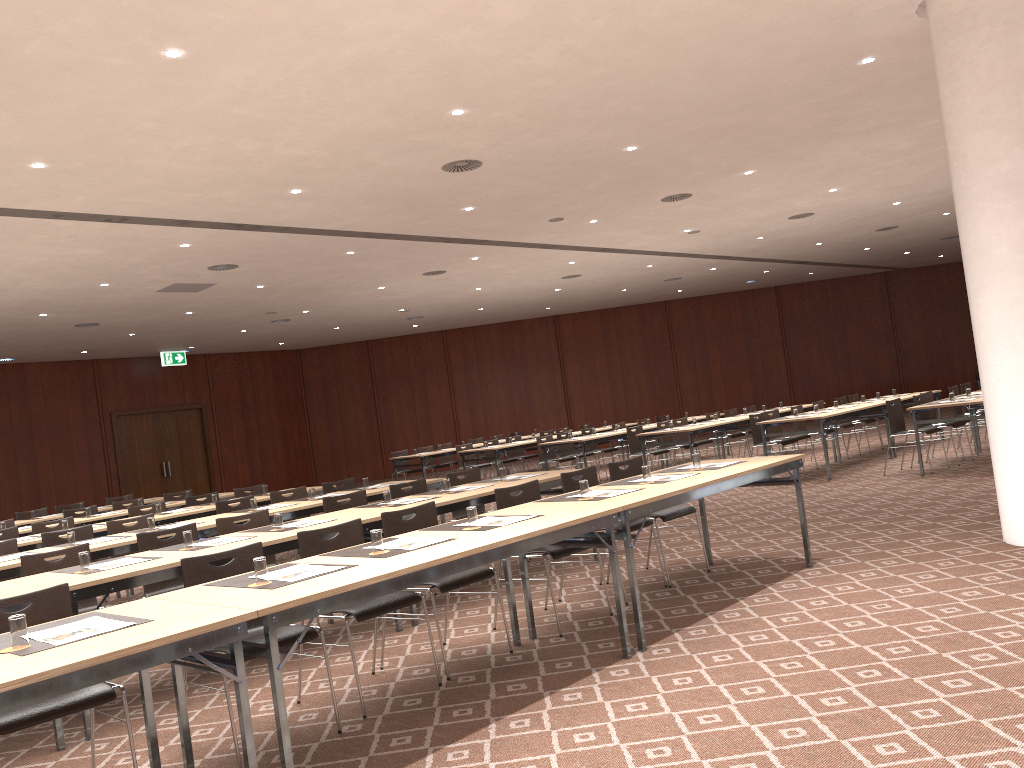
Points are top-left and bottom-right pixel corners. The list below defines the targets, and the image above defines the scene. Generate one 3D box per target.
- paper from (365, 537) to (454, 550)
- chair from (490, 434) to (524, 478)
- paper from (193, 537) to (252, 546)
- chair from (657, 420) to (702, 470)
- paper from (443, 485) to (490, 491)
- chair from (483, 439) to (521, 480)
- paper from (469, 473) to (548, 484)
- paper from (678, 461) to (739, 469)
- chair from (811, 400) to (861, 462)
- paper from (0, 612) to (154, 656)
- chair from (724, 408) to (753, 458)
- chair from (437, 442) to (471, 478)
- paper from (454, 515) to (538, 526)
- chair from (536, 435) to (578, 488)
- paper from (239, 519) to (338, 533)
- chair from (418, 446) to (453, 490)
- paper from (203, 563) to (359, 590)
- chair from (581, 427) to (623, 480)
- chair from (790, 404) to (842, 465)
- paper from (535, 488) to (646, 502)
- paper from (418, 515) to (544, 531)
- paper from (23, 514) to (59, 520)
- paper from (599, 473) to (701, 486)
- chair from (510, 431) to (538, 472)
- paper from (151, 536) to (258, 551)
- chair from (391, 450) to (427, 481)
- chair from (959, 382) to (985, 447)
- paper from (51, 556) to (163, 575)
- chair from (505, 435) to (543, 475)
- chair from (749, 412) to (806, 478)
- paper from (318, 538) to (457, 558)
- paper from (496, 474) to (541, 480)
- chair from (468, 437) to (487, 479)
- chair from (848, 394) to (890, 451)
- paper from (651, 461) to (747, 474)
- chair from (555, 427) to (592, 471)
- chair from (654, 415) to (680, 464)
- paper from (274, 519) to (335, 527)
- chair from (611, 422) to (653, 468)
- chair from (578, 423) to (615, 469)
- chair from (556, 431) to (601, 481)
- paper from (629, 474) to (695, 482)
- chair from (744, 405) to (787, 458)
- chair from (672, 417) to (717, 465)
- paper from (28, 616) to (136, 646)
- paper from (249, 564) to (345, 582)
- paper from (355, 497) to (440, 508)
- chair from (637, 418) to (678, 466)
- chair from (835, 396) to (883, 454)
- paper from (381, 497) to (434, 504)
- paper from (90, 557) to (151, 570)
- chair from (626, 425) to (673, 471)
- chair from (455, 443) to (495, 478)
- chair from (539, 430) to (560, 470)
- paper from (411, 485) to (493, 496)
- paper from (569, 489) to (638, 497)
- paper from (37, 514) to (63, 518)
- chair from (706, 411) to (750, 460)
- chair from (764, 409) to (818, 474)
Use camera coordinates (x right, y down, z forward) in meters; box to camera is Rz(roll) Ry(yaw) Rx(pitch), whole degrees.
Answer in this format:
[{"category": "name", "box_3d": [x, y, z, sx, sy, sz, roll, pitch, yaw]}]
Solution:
[{"category": "paper", "box_3d": [-0.534, 0.814, 4.541, 0.398, 0.006, 0.283, -9, -2, 43]}, {"category": "chair", "box_3d": [-0.154, 1.607, 20.055, 0.614, 0.939, 0.535, -9, -2, 41]}, {"category": "paper", "box_3d": [-1.947, 1.047, 5.905, 0.398, 0.006, 0.283, -9, -2, 42]}, {"category": "chair", "box_3d": [2.647, 1.053, 14.278, 0.614, 0.939, 0.535, -9, -2, 41]}, {"category": "paper", "box_3d": [-0.390, 0.887, 7.561, 0.283, 0.006, 0.398, -6, -2, -45]}, {"category": "chair", "box_3d": [-0.229, 1.525, 17.023, 0.614, 0.939, 0.535, -9, -2, 41]}, {"category": "paper", "box_3d": [-0.035, 0.857, 8.038, 0.566, 0.003, 0.460, -9, -2, 42]}, {"category": "paper", "box_3d": [1.461, 0.609, 6.636, 0.398, 0.006, 0.283, -9, -2, 43]}, {"category": "chair", "box_3d": [5.092, 0.718, 14.119, 0.614, 0.939, 0.535, -9, -2, 41]}, {"category": "paper", "box_3d": [-1.712, 0.942, 3.374, 0.566, 0.003, 0.460, -9, -2, 43]}, {"category": "chair", "box_3d": [4.152, 0.902, 16.016, 0.535, 0.939, 0.614, -6, -2, -44]}, {"category": "chair", "box_3d": [-1.269, 1.725, 18.965, 0.614, 0.939, 0.535, -9, -2, 41]}, {"category": "paper", "box_3d": [-0.095, 0.769, 4.981, 0.398, 0.006, 0.283, -9, -2, 42]}, {"category": "chair", "box_3d": [0.736, 1.338, 15.151, 0.614, 0.939, 0.535, -9, -2, 43]}, {"category": "paper", "box_3d": [-1.606, 1.019, 6.360, 0.566, 0.003, 0.460, -9, -2, 42]}, {"category": "chair", "box_3d": [-1.630, 1.757, 18.435, 0.614, 0.939, 0.535, -9, -2, 42]}, {"category": "paper", "box_3d": [-1.057, 0.874, 4.053, 0.566, 0.003, 0.460, -9, -2, 41]}, {"category": "chair", "box_3d": [1.576, 1.253, 16.100, 0.614, 0.939, 0.535, -9, -2, 41]}, {"category": "chair", "box_3d": [4.532, 0.773, 13.440, 0.614, 0.939, 0.535, -9, -2, 41]}, {"category": "paper", "box_3d": [0.493, 0.715, 5.688, 0.460, 0.003, 0.566, -6, -2, -43]}, {"category": "paper", "box_3d": [-0.175, 0.784, 5.006, 0.460, 0.003, 0.566, -6, -2, -45]}, {"category": "paper", "box_3d": [-6.656, 1.891, 12.591, 0.566, 0.003, 0.460, -9, -2, 43]}, {"category": "paper", "box_3d": [0.955, 0.667, 6.181, 0.460, 0.003, 0.566, -6, -2, -45]}, {"category": "chair", "box_3d": [0.277, 1.565, 20.597, 0.614, 0.939, 0.535, -9, -2, 42]}, {"category": "paper", "box_3d": [-2.058, 1.067, 5.929, 0.566, 0.003, 0.460, -9, -2, 40]}, {"category": "chair", "box_3d": [-2.123, 1.810, 17.976, 0.535, 0.939, 0.614, -6, -2, -45]}, {"category": "chair", "box_3d": [7.027, 0.430, 13.272, 0.535, 0.939, 0.614, -6, -2, -45]}, {"category": "paper", "box_3d": [-2.494, 1.111, 5.449, 0.566, 0.003, 0.460, -9, -2, 43]}, {"category": "chair", "box_3d": [0.197, 1.483, 17.534, 0.535, 0.939, 0.614, -6, -2, -44]}, {"category": "chair", "box_3d": [3.648, 0.862, 12.445, 0.535, 0.939, 0.614, -6, -2, -45]}, {"category": "paper", "box_3d": [-0.635, 0.831, 4.514, 0.566, 0.003, 0.460, -9, -2, 44]}, {"category": "paper", "box_3d": [0.054, 0.841, 8.024, 0.398, 0.006, 0.283, -9, -2, 40]}, {"category": "chair", "box_3d": [-0.637, 1.660, 19.632, 0.535, 0.939, 0.614, -6, -2, -44]}, {"category": "chair", "box_3d": [6.007, 0.621, 14.997, 0.614, 0.939, 0.535, -9, -2, 41]}, {"category": "paper", "box_3d": [1.394, 0.621, 6.614, 0.566, 0.003, 0.460, -9, -2, 43]}, {"category": "chair", "box_3d": [1.239, 1.378, 18.722, 0.535, 0.939, 0.614, -6, -2, -45]}, {"category": "chair", "box_3d": [3.203, 1.085, 17.818, 0.535, 0.939, 0.614, -6, -2, -44]}, {"category": "paper", "box_3d": [-1.500, 1.001, 6.369, 0.398, 0.006, 0.283, -9, -2, 44]}, {"category": "chair", "box_3d": [2.217, 1.190, 16.864, 0.614, 0.939, 0.535, -9, -2, 43]}, {"category": "chair", "box_3d": [1.772, 1.321, 19.197, 0.614, 0.939, 0.535, -9, -2, 43]}, {"category": "chair", "box_3d": [1.111, 1.304, 15.697, 0.614, 0.939, 0.535, -9, -2, 42]}, {"category": "paper", "box_3d": [1.040, 0.650, 6.140, 0.398, 0.006, 0.283, -9, -2, 44]}, {"category": "chair", "box_3d": [4.604, 0.851, 16.345, 0.614, 0.939, 0.535, -9, -2, 42]}, {"category": "chair", "box_3d": [2.997, 1.021, 14.797, 0.535, 0.939, 0.614, -6, -2, -45]}, {"category": "paper", "box_3d": [-1.641, 0.928, 3.349, 0.398, 0.006, 0.283, -9, -2, 44]}, {"category": "paper", "box_3d": [-0.986, 0.861, 4.057, 0.283, 0.006, 0.398, -6, -2, -44]}, {"category": "paper", "box_3d": [-0.916, 0.948, 7.091, 0.566, 0.003, 0.460, -9, -2, 44]}, {"category": "chair", "box_3d": [2.764, 1.129, 17.292, 0.614, 0.939, 0.535, -9, -2, 44]}, {"category": "chair", "box_3d": [5.608, 0.660, 14.515, 0.614, 0.939, 0.535, -9, -2, 42]}, {"category": "paper", "box_3d": [-0.850, 0.935, 7.085, 0.398, 0.006, 0.283, -9, -2, 45]}, {"category": "paper", "box_3d": [-2.415, 1.095, 5.418, 0.283, 0.006, 0.398, -6, -2, -44]}, {"category": "chair", "box_3d": [2.107, 1.113, 13.858, 0.614, 0.939, 0.535, -9, -2, 43]}, {"category": "chair", "box_3d": [-0.732, 1.581, 16.641, 0.614, 0.939, 0.535, -9, -2, 44]}, {"category": "chair", "box_3d": [0.891, 1.410, 18.205, 0.614, 0.939, 0.535, -9, -2, 45]}, {"category": "paper", "box_3d": [-0.505, 0.907, 7.568, 0.566, 0.003, 0.460, -9, -2, 44]}, {"category": "paper", "box_3d": [0.578, 0.699, 5.669, 0.283, 0.006, 0.398, -6, -2, -43]}, {"category": "paper", "box_3d": [-6.566, 1.874, 12.585, 0.398, 0.006, 0.283, -9, -2, 41]}, {"category": "chair", "box_3d": [3.700, 0.946, 15.452, 0.535, 0.939, 0.614, -6, -2, -44]}, {"category": "chair", "box_3d": [4.008, 0.829, 12.975, 0.614, 0.939, 0.535, -9, -2, 44]}]
